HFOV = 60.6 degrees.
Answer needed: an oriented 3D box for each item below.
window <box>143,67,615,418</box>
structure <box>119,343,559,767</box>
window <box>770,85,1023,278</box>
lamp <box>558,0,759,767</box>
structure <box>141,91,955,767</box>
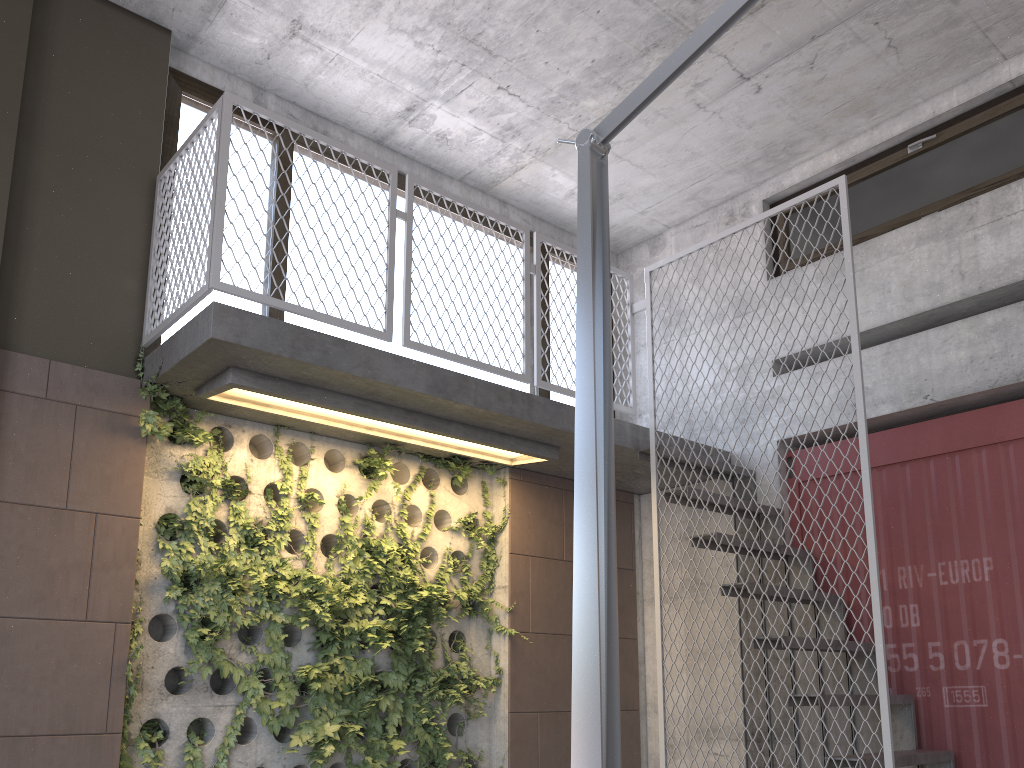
[{"bbox_3d":[-0.585,-0.500,5.795,3.625,1.689,0.112,15,-19,-39],"label":"window"},{"bbox_3d":[-0.831,1.770,4.731,2.667,3.692,1.024,12,-17,-40],"label":"structure"},{"bbox_3d":[4.554,-2.068,2.964,0.115,0.587,8.624,10,-21,-39],"label":"window"},{"bbox_3d":[0.880,0.285,1.037,2.662,3.310,0.771,-11,-16,36],"label":"lamp"},{"bbox_3d":[0.346,1.070,4.387,3.741,4.169,3.098,13,-19,-39],"label":"structure"}]
